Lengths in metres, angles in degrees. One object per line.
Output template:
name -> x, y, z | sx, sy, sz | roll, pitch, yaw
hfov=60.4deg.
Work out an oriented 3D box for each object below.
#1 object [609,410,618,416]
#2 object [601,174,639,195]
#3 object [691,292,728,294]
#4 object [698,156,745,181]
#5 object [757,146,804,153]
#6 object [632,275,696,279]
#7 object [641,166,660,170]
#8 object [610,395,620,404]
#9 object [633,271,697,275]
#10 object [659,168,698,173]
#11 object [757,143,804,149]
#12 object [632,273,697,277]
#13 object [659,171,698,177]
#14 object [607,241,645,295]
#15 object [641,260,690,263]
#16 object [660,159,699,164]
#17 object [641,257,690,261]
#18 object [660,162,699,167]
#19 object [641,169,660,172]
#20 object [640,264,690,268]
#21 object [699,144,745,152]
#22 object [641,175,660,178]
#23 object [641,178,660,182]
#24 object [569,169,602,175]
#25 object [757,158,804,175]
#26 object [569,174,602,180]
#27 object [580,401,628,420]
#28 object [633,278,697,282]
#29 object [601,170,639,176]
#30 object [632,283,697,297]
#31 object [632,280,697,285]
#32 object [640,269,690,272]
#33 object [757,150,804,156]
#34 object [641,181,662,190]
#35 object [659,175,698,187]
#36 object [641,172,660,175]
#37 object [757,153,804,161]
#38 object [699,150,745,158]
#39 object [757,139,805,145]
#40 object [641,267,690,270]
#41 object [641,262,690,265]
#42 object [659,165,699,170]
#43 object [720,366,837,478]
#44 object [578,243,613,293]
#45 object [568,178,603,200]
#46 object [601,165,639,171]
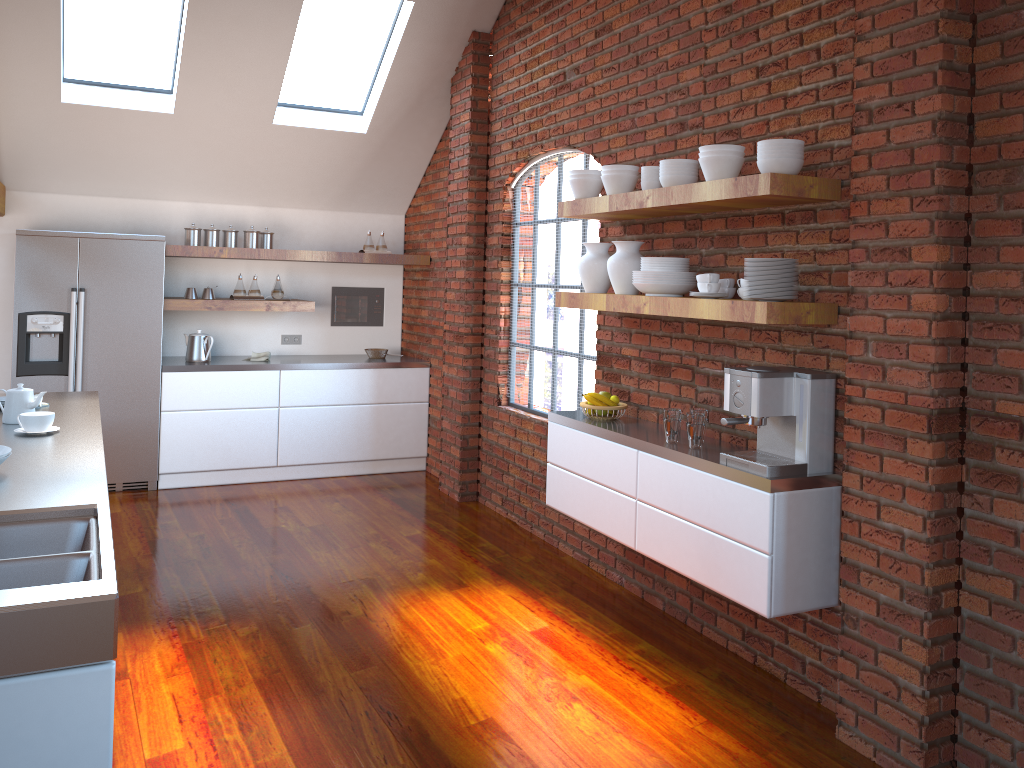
object -> 0.489, 0.123, 4.347 | 0.070, 0.069, 0.068 | 1, 3, -17
object -> 0.508, -0.928, 4.155 | 0.180, 0.103, 0.182 | 3, 5, 10
object -> 0.790, -0.361, 3.525 | 0.154, 0.012, 0.154 | 5, 7, 25
object -> 0.830, -0.841, 3.490 | 0.180, 0.104, 0.181 | 5, 6, 34
object -> 0.982, -0.828, 3.220 | 0.165, 0.061, 0.166 | 3, 6, 13
object -> 0.668, -0.444, 3.856 | 0.282, 0.055, 0.283 | -4, 9, -42
object -> 0.637, -0.955, 4.002 | 0.099, 0.061, 0.099 | 3, 5, 13
object -> 0.504, 0.079, 4.316 | 0.047, 0.046, 0.055 | 3, 4, 16
object -> 0.669, -0.464, 3.856 | 0.282, 0.055, 0.283 | -4, 9, -42
object -> 0.718, -0.890, 3.792 | 0.165, 0.061, 0.166 | -2, 7, -31
object -> 0.982, -0.840, 3.220 | 0.165, 0.061, 0.166 | 3, 6, 13
object -> 0.669, -0.453, 3.856 | 0.282, 0.055, 0.283 | -4, 9, -42
object -> 0.718, -0.876, 3.792 | 0.165, 0.061, 0.166 | -2, 7, -31
object -> 0.544, -0.545, 4.145 | 0.193, 0.249, 0.192 | 3, 3, 36
object -> 0.670, -0.514, 3.856 | 0.214, 0.055, 0.215 | -3, 8, -34
object -> 0.720, -0.928, 3.793 | 0.165, 0.061, 0.166 | -2, 7, -31
object -> 0.671, -0.524, 3.856 | 0.214, 0.055, 0.215 | -3, 8, -34
object -> 0.719, -0.915, 3.793 | 0.165, 0.061, 0.166 | -2, 7, -31
object -> 0.636, -0.941, 4.001 | 0.099, 0.061, 0.099 | 3, 5, 13
object -> 0.670, -0.495, 3.856 | 0.214, 0.055, 0.215 | -3, 8, -34
object -> 0.831, -0.885, 3.490 | 0.180, 0.104, 0.181 | 5, 6, 34
object -> 0.636, -0.916, 4.001 | 0.099, 0.061, 0.099 | 3, 5, 13
object -> 0.635, -0.902, 4.001 | 0.099, 0.061, 0.099 | 3, 5, 13
object -> 0.370, -1.000, 4.359 | 0.180, 0.103, 0.182 | 3, 5, 10
object -> 0.981, -0.784, 3.220 | 0.165, 0.061, 0.166 | 3, 6, 13
object -> 0.369, -0.978, 4.359 | 0.180, 0.103, 0.182 | 3, 5, 10
object -> 0.450, 0.132, 4.325 | 0.236, 0.071, 0.236 | 4, 7, 21
object -> 0.668, -0.434, 3.856 | 0.282, 0.055, 0.283 | -4, 9, -42
object -> 0.508, -0.949, 4.155 | 0.180, 0.103, 0.182 | 3, 5, 10
object -> 0.668, -0.412, 3.855 | 0.282, 0.055, 0.283 | -4, 9, -42
object -> 0.668, -0.422, 3.856 | 0.282, 0.055, 0.283 | -4, 9, -42
object -> 0.669, -0.472, 3.856 | 0.214, 0.055, 0.215 | -3, 8, -34
object -> 0.982, -0.814, 3.220 | 0.165, 0.061, 0.166 | 3, 6, 13
object -> 0.635, -0.886, 4.001 | 0.099, 0.061, 0.099 | 3, 5, 13
object -> 0.718, -0.860, 3.792 | 0.165, 0.061, 0.166 | -2, 7, -31
object -> 0.636, -0.929, 4.001 | 0.099, 0.061, 0.099 | 3, 5, 13
object -> 0.981, -0.801, 3.220 | 0.165, 0.061, 0.166 | 3, 6, 13
object -> 0.831, -0.862, 3.490 | 0.180, 0.104, 0.181 | 5, 6, 34
object -> 0.983, -0.853, 3.220 | 0.165, 0.061, 0.166 | 3, 6, 13
object -> 0.670, -0.483, 3.856 | 0.214, 0.055, 0.215 | -3, 8, -34
object -> 0.670, -0.505, 3.856 | 0.214, 0.055, 0.215 | -3, 8, -34
object -> 0.719, -0.903, 3.793 | 0.165, 0.061, 0.166 | -2, 7, -31
object -> 0.957, 0.123, 3.246 | 0.378, 0.370, 0.272 | 0, 2, -26
object -> 0.424, -0.577, 4.392 | 0.192, 0.249, 0.193 | 2, 2, 13
object -> 0.369, -0.956, 4.359 | 0.180, 0.103, 0.182 | 3, 5, 10
object -> 0.509, -0.972, 4.155 | 0.180, 0.103, 0.182 | 3, 5, 10
